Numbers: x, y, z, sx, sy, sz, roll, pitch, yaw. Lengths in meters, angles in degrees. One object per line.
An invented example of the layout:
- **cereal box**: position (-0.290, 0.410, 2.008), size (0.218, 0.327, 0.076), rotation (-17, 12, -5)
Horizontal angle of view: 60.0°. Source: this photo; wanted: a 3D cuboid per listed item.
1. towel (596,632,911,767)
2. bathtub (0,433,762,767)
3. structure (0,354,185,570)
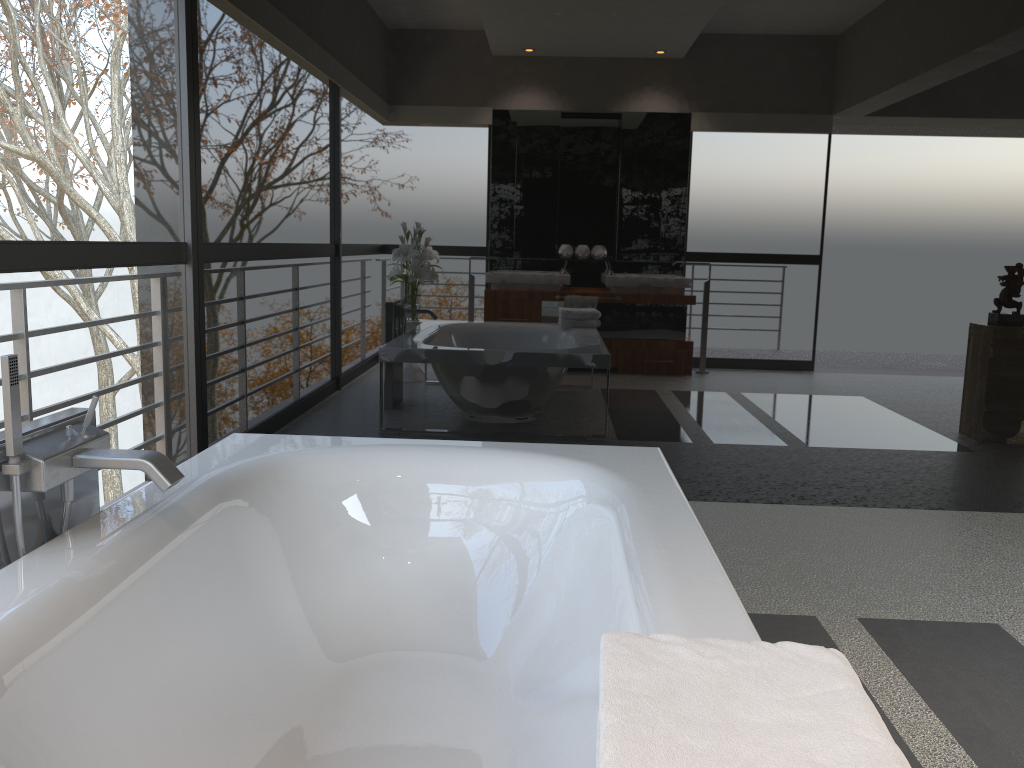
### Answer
- **towel**: position (0.245, 0.404, 0.960), size (0.305, 0.145, 0.322), rotation (2, 9, 5)
- **bathtub**: position (-0.260, 0.571, 1.815), size (1.327, 0.503, 1.961), rotation (2, 9, 2)
- **structure**: position (-0.857, 0.362, 1.856), size (0.330, 0.883, 0.402), rotation (2, 8, 2)
